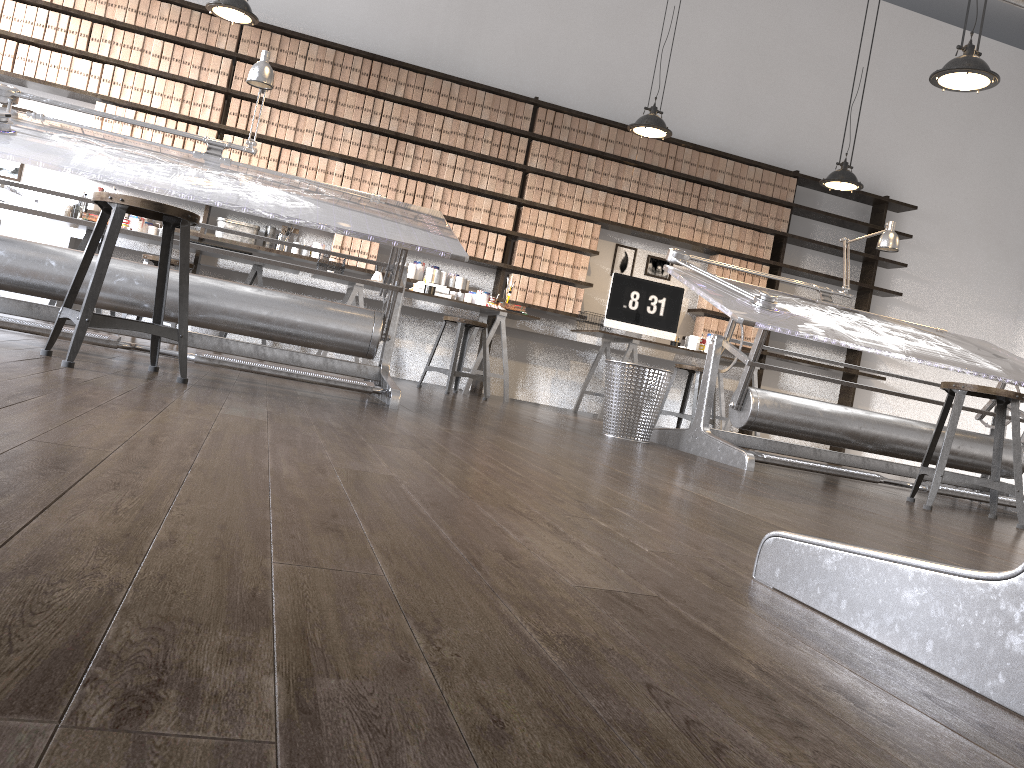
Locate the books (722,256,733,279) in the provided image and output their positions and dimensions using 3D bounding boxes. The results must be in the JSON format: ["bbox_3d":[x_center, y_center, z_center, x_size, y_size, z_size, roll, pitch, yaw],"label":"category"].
[{"bbox_3d":[1.849,-1.000,7.779,0.066,0.226,0.174,11,-1,-16],"label":"books"}]

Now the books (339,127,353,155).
[{"bbox_3d":[-1.297,-1.868,6.884,0.066,0.226,0.174,11,-1,-16],"label":"books"}]

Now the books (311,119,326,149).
[{"bbox_3d":[-1.495,-1.905,6.826,0.067,0.226,0.175,11,-1,-16],"label":"books"}]

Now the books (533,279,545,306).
[{"bbox_3d":[0.191,-0.749,7.317,0.066,0.226,0.175,11,-1,-16],"label":"books"}]

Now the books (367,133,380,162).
[{"bbox_3d":[-1.101,-1.831,6.940,0.066,0.226,0.175,11,-1,-16],"label":"books"}]

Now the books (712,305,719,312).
[{"bbox_3d":[1.761,-0.736,7.757,0.066,0.226,0.175,11,-1,-16],"label":"books"}]

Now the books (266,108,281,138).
[{"bbox_3d":[-1.818,-1.966,6.740,0.066,0.226,0.174,11,-1,-16],"label":"books"}]

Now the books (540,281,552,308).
[{"bbox_3d":[0.253,-0.738,7.337,0.066,0.226,0.175,11,-1,-16],"label":"books"}]

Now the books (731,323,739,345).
[{"bbox_3d":[1.908,-0.426,7.799,0.067,0.226,0.175,11,-1,-16],"label":"books"}]

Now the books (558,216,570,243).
[{"bbox_3d":[0.406,-1.271,7.365,0.067,0.226,0.175,11,-1,-16],"label":"books"}]

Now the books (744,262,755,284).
[{"bbox_3d":[2.055,-0.961,7.832,0.067,0.226,0.175,11,-1,-16],"label":"books"}]

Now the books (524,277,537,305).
[{"bbox_3d":[0.133,-0.760,7.296,0.067,0.226,0.175,11,-1,-16],"label":"books"}]

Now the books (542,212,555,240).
[{"bbox_3d":[0.282,-1.294,7.334,0.066,0.226,0.175,11,-1,-16],"label":"books"}]

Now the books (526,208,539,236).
[{"bbox_3d":[0.147,-1.320,7.298,0.066,0.226,0.175,11,-1,-16],"label":"books"}]

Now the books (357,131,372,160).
[{"bbox_3d":[-1.159,-1.842,6.919,0.067,0.226,0.175,11,-1,-16],"label":"books"}]

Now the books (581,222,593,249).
[{"bbox_3d":[0.603,-1.234,7.423,0.066,0.226,0.174,11,-1,-16],"label":"books"}]

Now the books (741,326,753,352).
[{"bbox_3d":[2.038,-0.402,7.841,0.066,0.226,0.174,11,-1,-16],"label":"books"}]

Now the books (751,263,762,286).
[{"bbox_3d":[2.124,-0.948,7.857,0.066,0.226,0.175,11,-1,-16],"label":"books"}]

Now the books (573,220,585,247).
[{"bbox_3d":[0.535,-1.247,7.408,0.066,0.226,0.174,11,-1,-16],"label":"books"}]

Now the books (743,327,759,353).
[{"bbox_3d":[2.102,-0.390,7.852,0.067,0.226,0.175,11,-1,-16],"label":"books"}]

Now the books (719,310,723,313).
[{"bbox_3d":[1.827,-0.724,7.778,0.066,0.226,0.174,11,-1,-16],"label":"books"}]

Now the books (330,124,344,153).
[{"bbox_3d":[-1.364,-1.880,6.869,0.066,0.226,0.174,11,-1,-16],"label":"books"}]

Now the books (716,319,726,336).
[{"bbox_3d":[1.785,-0.450,7.767,0.066,0.226,0.175,11,-1,-16],"label":"books"}]

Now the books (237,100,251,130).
[{"bbox_3d":[-2.021,-2.004,6.677,0.067,0.226,0.175,11,-1,-16],"label":"books"}]

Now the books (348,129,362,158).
[{"bbox_3d":[-1.228,-1.855,6.900,0.066,0.226,0.175,11,-1,-16],"label":"books"}]

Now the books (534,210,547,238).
[{"bbox_3d":[0.214,-1.307,7.313,0.067,0.226,0.175,11,-1,-16],"label":"books"}]

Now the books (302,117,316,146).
[{"bbox_3d":[-1.564,-1.918,6.809,0.066,0.226,0.175,11,-1,-16],"label":"books"}]

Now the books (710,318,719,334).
[{"bbox_3d":[1.723,-0.461,7.745,0.067,0.226,0.175,11,-1,-16],"label":"books"}]

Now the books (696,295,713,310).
[{"bbox_3d":[1.696,-0.749,7.735,0.067,0.226,0.175,11,-1,-16],"label":"books"}]

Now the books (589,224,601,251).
[{"bbox_3d":[0.669,-1.222,7.446,0.066,0.226,0.175,11,-1,-16],"label":"books"}]

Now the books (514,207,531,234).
[{"bbox_3d":[0.081,-1.333,7.281,0.066,0.226,0.174,11,-1,-16],"label":"books"}]

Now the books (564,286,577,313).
[{"bbox_3d":[0.462,-0.698,7.391,0.066,0.226,0.174,11,-1,-16],"label":"books"}]

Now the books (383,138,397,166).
[{"bbox_3d":[-0.968,-1.806,6.975,0.067,0.226,0.175,11,-1,-16],"label":"books"}]

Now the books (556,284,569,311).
[{"bbox_3d":[0.393,-0.711,7.377,0.066,0.226,0.175,11,-1,-16],"label":"books"}]

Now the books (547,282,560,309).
[{"bbox_3d":[0.324,-0.724,7.351,0.067,0.226,0.175,11,-1,-16],"label":"books"}]

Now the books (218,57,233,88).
[{"bbox_3d":[-2.149,-2.308,6.638,0.067,0.226,0.175,11,-1,-16],"label":"books"}]

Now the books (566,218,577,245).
[{"bbox_3d":[0.468,-1.260,7.389,0.066,0.226,0.175,11,-1,-16],"label":"books"}]

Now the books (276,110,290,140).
[{"bbox_3d":[-1.751,-1.953,6.759,0.066,0.226,0.175,11,-1,-16],"label":"books"}]

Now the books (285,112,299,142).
[{"bbox_3d":[-1.685,-1.941,6.771,0.067,0.226,0.175,11,-1,-16],"label":"books"}]

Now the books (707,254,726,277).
[{"bbox_3d":[1.782,-1.013,7.760,0.066,0.226,0.175,11,-1,-16],"label":"books"}]

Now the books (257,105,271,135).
[{"bbox_3d":[-1.883,-1.978,6.717,0.066,0.226,0.174,11,-1,-16],"label":"books"}]

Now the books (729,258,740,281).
[{"bbox_3d":[1.917,-0.987,7.794,0.066,0.226,0.174,11,-1,-16],"label":"books"}]

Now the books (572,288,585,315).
[{"bbox_3d":[0.528,-0.686,7.414,0.066,0.226,0.174,11,-1,-16],"label":"books"}]

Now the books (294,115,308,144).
[{"bbox_3d":[-1.624,-1.929,6.793,0.066,0.226,0.175,11,-1,-16],"label":"books"}]

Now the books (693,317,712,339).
[{"bbox_3d":[1.658,-0.473,7.733,0.066,0.226,0.175,11,-1,-16],"label":"books"}]

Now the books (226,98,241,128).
[{"bbox_3d":[-2.093,-2.017,6.663,0.066,0.226,0.175,11,-1,-16],"label":"books"}]

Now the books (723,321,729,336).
[{"bbox_3d":[1.844,-0.438,7.783,0.066,0.226,0.175,11,-1,-16],"label":"books"}]

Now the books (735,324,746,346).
[{"bbox_3d":[1.973,-0.414,7.821,0.066,0.226,0.175,11,-1,-16],"label":"books"}]

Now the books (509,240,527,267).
[{"bbox_3d":[0.045,-1.059,7.274,0.066,0.226,0.175,11,-1,-16],"label":"books"}]

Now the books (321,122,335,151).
[{"bbox_3d":[-1.429,-1.893,6.849,0.066,0.226,0.175,11,-1,-16],"label":"books"}]

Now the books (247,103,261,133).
[{"bbox_3d":[-1.952,-1.991,6.703,0.066,0.226,0.175,11,-1,-16],"label":"books"}]

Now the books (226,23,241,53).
[{"bbox_3d":[-2.090,-2.579,6.649,0.066,0.226,0.175,11,-1,-16],"label":"books"}]

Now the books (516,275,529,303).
[{"bbox_3d":[0.065,-0.773,7.277,0.066,0.226,0.175,11,-1,-16],"label":"books"}]

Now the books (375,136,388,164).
[{"bbox_3d":[-1.040,-1.819,6.960,0.066,0.226,0.175,11,-1,-16],"label":"books"}]

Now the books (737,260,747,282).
[{"bbox_3d":[1.983,-0.975,7.817,0.066,0.226,0.175,11,-1,-16],"label":"books"}]

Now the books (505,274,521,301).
[{"bbox_3d":[-0.005,-0.786,7.261,0.066,0.226,0.174,11,-1,-16],"label":"books"}]

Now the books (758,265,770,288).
[{"bbox_3d":[2.196,-0.935,7.875,0.066,0.226,0.175,11,-1,-16],"label":"books"}]

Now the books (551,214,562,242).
[{"bbox_3d":[0.341,-1.284,7.352,0.066,0.226,0.175,11,-1,-16],"label":"books"}]
